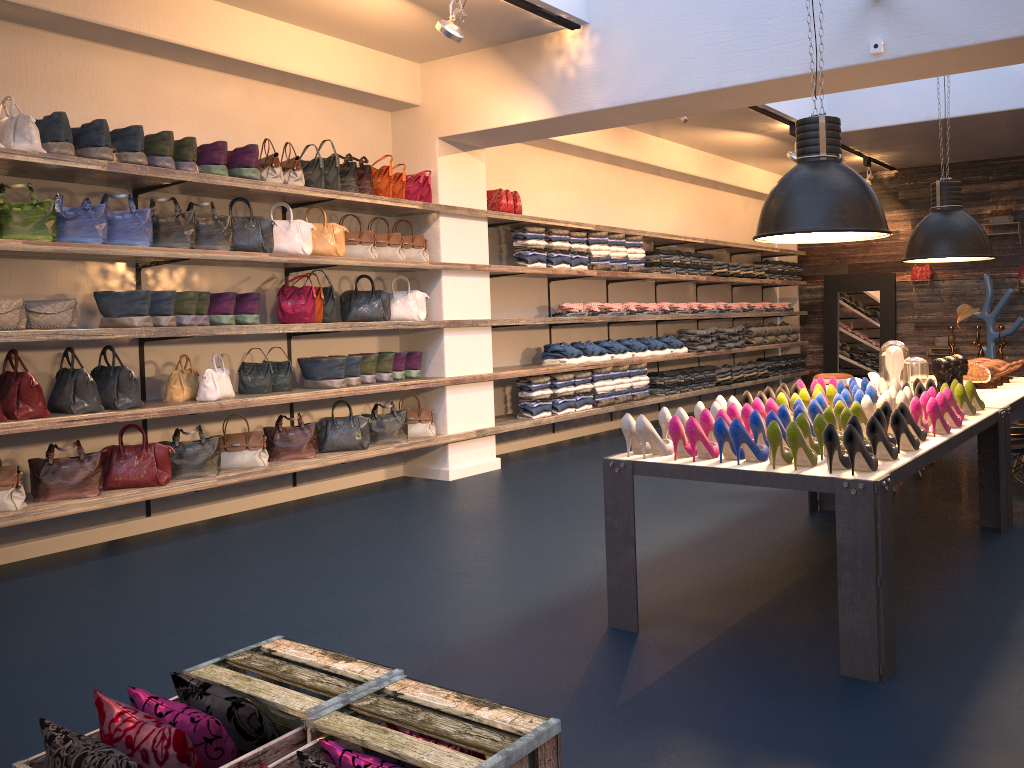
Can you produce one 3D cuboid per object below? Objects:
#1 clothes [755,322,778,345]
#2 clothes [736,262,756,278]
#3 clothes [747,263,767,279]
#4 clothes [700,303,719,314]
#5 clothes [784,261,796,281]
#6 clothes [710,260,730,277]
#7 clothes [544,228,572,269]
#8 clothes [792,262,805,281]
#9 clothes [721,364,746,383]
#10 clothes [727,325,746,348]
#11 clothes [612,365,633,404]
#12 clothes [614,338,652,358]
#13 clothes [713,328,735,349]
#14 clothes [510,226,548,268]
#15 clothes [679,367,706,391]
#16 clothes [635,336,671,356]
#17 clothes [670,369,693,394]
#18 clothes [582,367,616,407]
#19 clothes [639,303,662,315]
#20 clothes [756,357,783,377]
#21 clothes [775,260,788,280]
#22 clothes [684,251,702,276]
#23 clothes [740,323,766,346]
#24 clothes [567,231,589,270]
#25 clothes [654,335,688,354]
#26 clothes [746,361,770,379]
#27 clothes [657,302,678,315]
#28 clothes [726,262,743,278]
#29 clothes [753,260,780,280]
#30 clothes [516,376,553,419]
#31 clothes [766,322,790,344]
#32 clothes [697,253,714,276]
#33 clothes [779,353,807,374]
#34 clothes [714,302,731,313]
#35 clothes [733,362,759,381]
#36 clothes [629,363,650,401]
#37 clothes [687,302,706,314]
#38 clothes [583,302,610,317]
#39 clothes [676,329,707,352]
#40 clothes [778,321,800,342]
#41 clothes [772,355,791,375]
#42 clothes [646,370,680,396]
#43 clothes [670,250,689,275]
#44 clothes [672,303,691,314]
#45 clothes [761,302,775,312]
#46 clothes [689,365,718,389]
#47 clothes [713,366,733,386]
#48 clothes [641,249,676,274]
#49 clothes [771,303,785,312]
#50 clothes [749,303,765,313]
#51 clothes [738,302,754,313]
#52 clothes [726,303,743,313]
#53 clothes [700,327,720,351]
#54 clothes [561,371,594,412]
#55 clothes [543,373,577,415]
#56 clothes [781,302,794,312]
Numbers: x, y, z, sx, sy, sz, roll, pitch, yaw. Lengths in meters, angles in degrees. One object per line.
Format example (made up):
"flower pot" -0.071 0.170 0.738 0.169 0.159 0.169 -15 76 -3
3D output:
"clothes" 3.784 -0.763 13.029 0.309 0.341 0.427 1 4 43
"clothes" 3.236 -1.623 12.387 0.378 0.251 0.380 -4 5 -43
"clothes" 3.502 -1.655 12.725 0.384 0.251 0.375 1 4 34
"clothes" 2.572 -1.006 11.593 0.343 0.159 0.326 -4 4 -32
"clothes" 4.240 -1.760 13.577 0.325 0.298 0.331 1 4 37
"clothes" 2.693 -1.557 11.692 0.378 0.251 0.380 -4 5 -43
"clothes" 0.422 -1.348 8.678 0.233 0.410 0.346 0 3 43
"clothes" 4.459 -1.786 13.858 0.323 0.298 0.333 1 4 43
"clothes" 3.010 -0.147 12.052 0.384 0.251 0.375 1 4 34
"clothes" 3.053 -0.653 12.053 0.365 0.317 0.382 0 3 23
"clothes" 1.148 -0.007 9.592 0.362 0.455 0.247 -3 3 -41
"clothes" 1.345 -0.415 10.004 0.391 0.240 0.464 1 4 36
"clothes" 2.808 -0.615 11.724 0.349 0.302 0.376 0 3 25
"clothes" 0.169 -1.321 8.394 0.233 0.410 0.346 0 3 43
"clothes" 2.241 -0.069 10.974 0.325 0.298 0.331 1 4 37
"clothes" 1.640 -0.451 10.383 0.465 0.240 0.389 -4 4 -38
"clothes" 2.023 -0.042 10.694 0.342 0.298 0.343 0 3 25
"clothes" 0.929 0.020 9.312 0.362 0.455 0.247 -3 3 -41
"clothes" 1.597 -0.888 10.345 0.343 0.159 0.326 -4 4 -32
"clothes" 3.864 -0.264 13.035 0.340 0.298 0.354 1 4 39
"clothes" 4.022 -1.733 13.298 0.342 0.298 0.343 0 3 25
"clothes" 2.190 -1.511 10.952 0.325 0.298 0.331 1 4 37
"clothes" 3.489 -0.727 12.651 0.309 0.341 0.427 1 4 43
"clothes" 0.622 -1.376 8.974 0.233 0.410 0.346 0 3 43
"clothes" 1.909 -0.483 10.727 0.391 0.240 0.464 1 4 36
"clothes" 3.553 -0.213 12.747 0.384 0.251 0.375 1 4 34
"clothes" 1.837 -0.920 10.619 0.296 0.154 0.379 1 5 32
"clothes" 2.959 -1.589 12.029 0.384 0.251 0.375 1 4 34
"clothes" 3.812 -1.706 13.013 0.340 0.298 0.354 1 4 39
"clothes" 0.220 0.122 8.416 0.233 0.410 0.346 0 3 43
"clothes" 4.079 -0.799 13.406 0.309 0.341 0.427 1 4 43
"clothes" 2.409 -1.537 11.233 0.323 0.298 0.333 1 4 43
"clothes" 4.401 -0.331 13.744 0.336 0.298 0.701 1 4 39
"clothes" 2.812 -1.039 11.867 0.296 0.154 0.379 1 5 32
"clothes" 3.287 -0.181 12.409 0.378 0.251 0.380 -4 5 -43
"clothes" 1.389 -0.036 9.901 0.362 0.455 0.247 -3 3 -41
"clothes" 2.319 -0.979 11.235 0.296 0.154 0.379 1 5 32
"clothes" 0.861 -0.802 9.368 0.296 0.154 0.379 1 5 32
"clothes" 2.281 -0.551 11.048 0.349 0.302 0.376 0 3 25
"clothes" 4.374 -0.835 13.784 0.309 0.341 0.427 1 4 43
"clothes" 4.073 -0.291 13.320 0.342 0.298 0.343 0 3 25
"clothes" 1.813 -0.015 10.410 0.340 0.298 0.354 1 4 39
"clothes" 1.971 -1.484 10.672 0.342 0.298 0.343 0 3 25
"clothes" 2.078 -0.946 10.962 0.343 0.159 0.326 -4 4 -32
"clothes" 3.802 -1.159 13.134 0.296 0.154 0.379 1 5 32
"clothes" 2.460 -0.095 11.255 0.323 0.298 0.333 1 4 43
"clothes" 2.744 -0.115 11.714 0.378 0.251 0.380 -4 5 -43
"clothes" 1.761 -1.458 10.387 0.340 0.298 0.354 1 4 39
"clothes" 4.043 -1.184 13.477 0.343 0.159 0.326 -4 4 -32
"clothes" 3.562 -1.126 12.861 0.343 0.159 0.326 -4 4 -32
"clothes" 3.294 -1.097 12.483 0.296 0.154 0.379 1 5 32
"clothes" 3.053 -1.064 12.210 0.343 0.159 0.326 -4 4 -32
"clothes" 2.526 -0.589 11.377 0.365 0.317 0.382 0 3 23
"clothes" 0.674 0.067 8.996 0.233 0.410 0.346 0 3 43
"clothes" 0.473 0.094 8.700 0.233 0.410 0.346 0 3 43
"clothes" 4.284 -1.217 13.751 0.296 0.154 0.379 1 5 32
